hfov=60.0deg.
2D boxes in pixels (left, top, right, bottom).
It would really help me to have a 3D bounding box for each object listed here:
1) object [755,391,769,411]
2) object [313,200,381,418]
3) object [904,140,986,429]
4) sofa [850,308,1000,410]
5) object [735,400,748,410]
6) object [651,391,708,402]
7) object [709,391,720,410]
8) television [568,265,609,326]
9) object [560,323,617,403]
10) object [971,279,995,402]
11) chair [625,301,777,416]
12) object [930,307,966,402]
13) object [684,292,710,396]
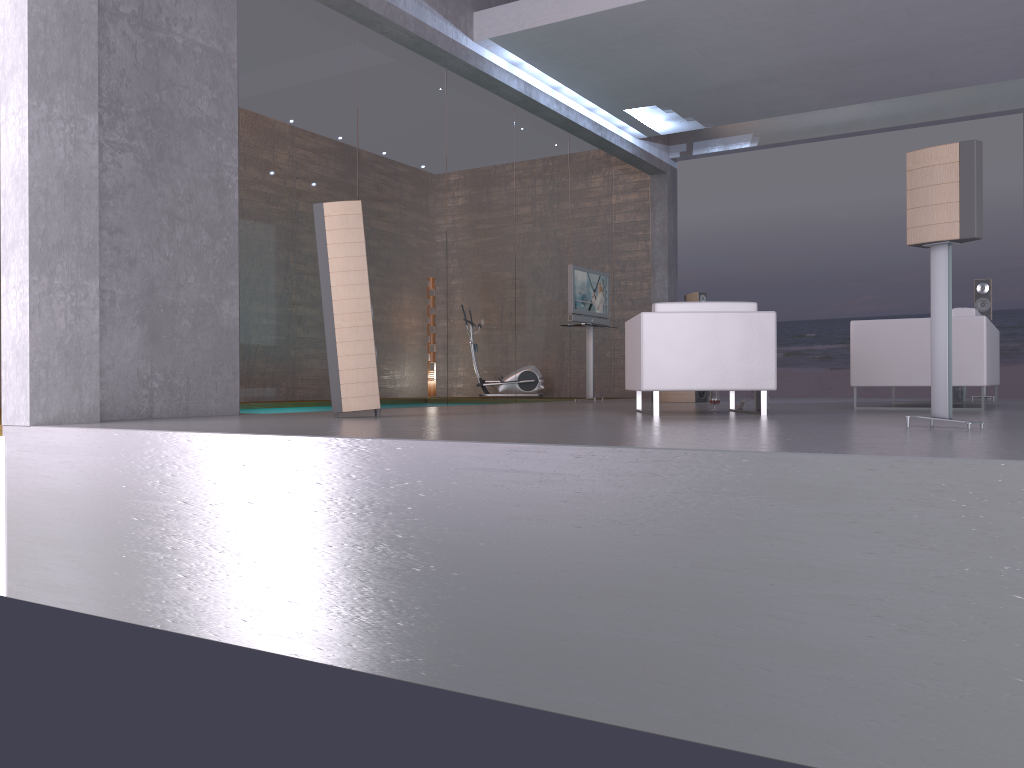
[{"bbox_3d":[1.989,-0.003,7.057,0.109,0.435,0.109,0,0,-32],"label":"object"},{"bbox_3d":[-1.130,-0.508,6.063,0.444,1.473,0.244,0,0,-14],"label":"object"},{"bbox_3d":[2.105,-0.469,4.316,0.243,1.363,0.333,0,0,-28],"label":"object"},{"bbox_3d":[3.834,-0.205,8.128,1.026,0.824,2.353,0,0,31],"label":"sofa"},{"bbox_3d":[1.898,0.172,7.371,0.079,0.087,0.235,0,0,-2],"label":"object"},{"bbox_3d":[1.999,-0.016,10.620,0.604,0.459,0.514,0,0,31],"label":"object"},{"bbox_3d":[1.668,0.101,7.294,0.091,0.233,0.091,0,0,-31],"label":"object"},{"bbox_3d":[0.922,-1.040,10.534,0.054,0.644,1.000,0,0,31],"label":"television"},{"bbox_3d":[0.925,-0.261,10.538,0.360,0.958,0.818,0,0,31],"label":"object"},{"bbox_3d":[5.320,-0.486,9.982,0.243,1.363,0.333,0,0,37],"label":"object"},{"bbox_3d":[1.368,-0.183,6.632,0.936,0.808,1.026,0,0,1],"label":"chair"},{"bbox_3d":[4.687,-0.326,9.328,0.400,1.051,0.387,0,0,-21],"label":"object"},{"bbox_3d":[2.559,-0.525,12.237,0.244,1.469,0.444,0,0,-34],"label":"object"}]
